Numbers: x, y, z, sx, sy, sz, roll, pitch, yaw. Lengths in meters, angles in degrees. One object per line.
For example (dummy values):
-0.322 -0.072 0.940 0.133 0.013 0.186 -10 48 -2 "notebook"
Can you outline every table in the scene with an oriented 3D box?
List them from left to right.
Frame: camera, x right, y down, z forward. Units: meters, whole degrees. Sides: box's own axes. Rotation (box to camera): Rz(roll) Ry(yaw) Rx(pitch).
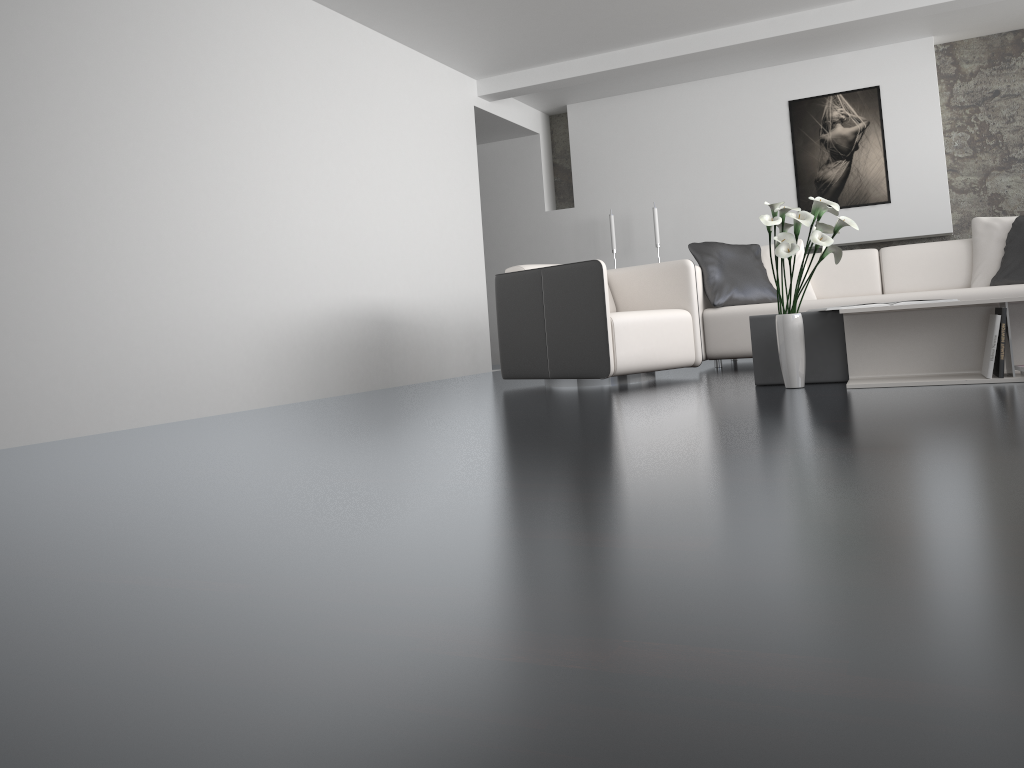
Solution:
1.712 -0.187 3.842 1.253 0.315 0.299 -3 0 23 "table"
1.819 -0.172 3.451 0.965 0.316 0.299 -3 0 23 "table"

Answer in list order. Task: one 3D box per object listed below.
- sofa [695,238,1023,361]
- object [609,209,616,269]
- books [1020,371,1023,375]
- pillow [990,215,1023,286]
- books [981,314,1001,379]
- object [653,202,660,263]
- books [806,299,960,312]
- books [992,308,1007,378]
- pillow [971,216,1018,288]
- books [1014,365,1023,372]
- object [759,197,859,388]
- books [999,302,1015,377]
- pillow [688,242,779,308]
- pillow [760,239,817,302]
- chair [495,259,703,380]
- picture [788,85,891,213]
2.344 -0.552 5.556 2.231 0.664 0.921 -3 1 23 "sofa"
0.972 -0.932 8.173 0.179 1.403 0.180 -6 -4 25 "object"
2.067 -0.046 3.273 0.262 0.017 0.213 -3 3 15 "books"
3.083 -0.789 5.088 0.334 0.438 0.549 -4 1 -19 "pillow"
1.849 -0.149 3.400 0.069 0.239 0.227 -5 -1 24 "books"
1.331 -0.940 7.889 0.179 1.403 0.180 -6 -4 25 "object"
1.620 -0.350 3.888 0.548 0.017 0.358 -4 3 5 "books"
1.877 -0.162 3.391 0.050 0.264 0.234 -5 -1 24 "books"
3.108 -0.803 5.362 0.585 0.510 0.299 -4 -1 29 "pillow"
2.056 -0.063 3.297 0.262 0.017 0.227 -3 3 15 "books"
1.230 -0.385 3.649 0.377 0.801 0.445 -4 -2 9 "object"
1.910 -0.175 3.398 0.007 0.285 0.205 -6 -2 24 "books"
1.469 -0.724 5.753 0.567 0.452 0.276 -4 -1 -20 "pillow"
1.720 -0.720 5.935 0.583 0.502 0.323 -4 -1 15 "pillow"
0.470 -0.389 5.056 0.770 0.664 0.914 -4 1 -40 "chair"
2.800 -2.001 7.553 0.743 1.010 0.004 -5 -3 25 "picture"
